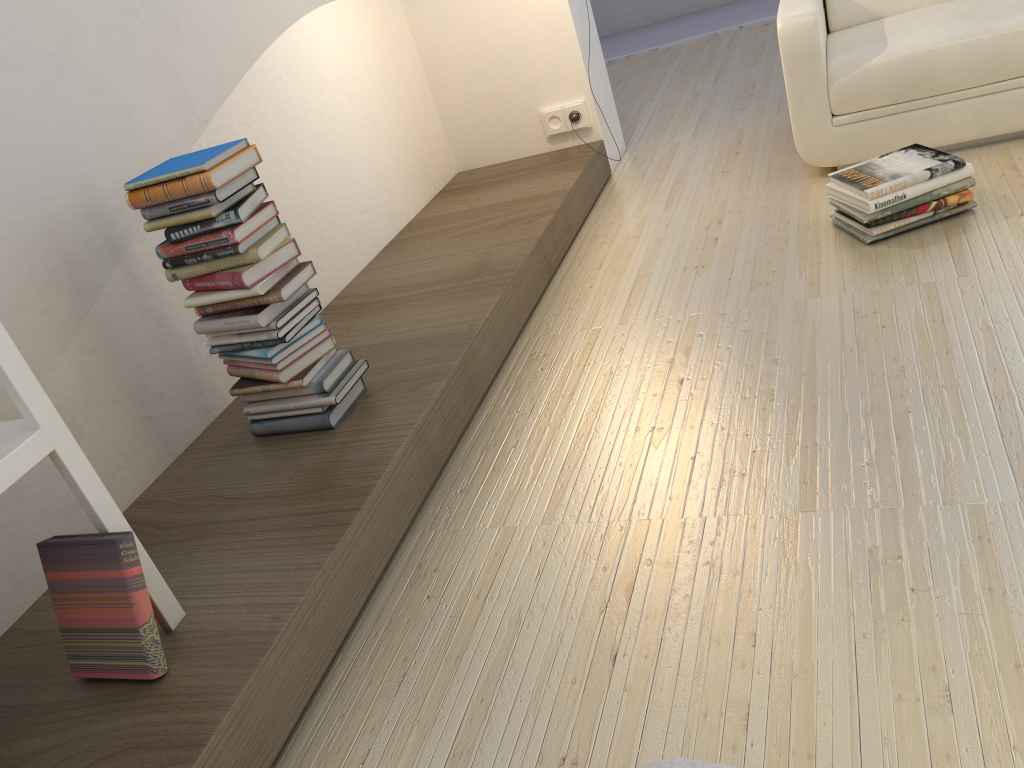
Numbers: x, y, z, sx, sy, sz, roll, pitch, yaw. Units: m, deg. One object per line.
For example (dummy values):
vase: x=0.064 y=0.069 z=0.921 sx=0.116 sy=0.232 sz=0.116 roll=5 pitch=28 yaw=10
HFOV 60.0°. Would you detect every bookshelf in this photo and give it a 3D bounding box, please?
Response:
bookshelf: x=-1.268 y=0.302 z=0.842 sx=0.465 sy=1.396 sz=1.599 roll=-7 pitch=29 yaw=23

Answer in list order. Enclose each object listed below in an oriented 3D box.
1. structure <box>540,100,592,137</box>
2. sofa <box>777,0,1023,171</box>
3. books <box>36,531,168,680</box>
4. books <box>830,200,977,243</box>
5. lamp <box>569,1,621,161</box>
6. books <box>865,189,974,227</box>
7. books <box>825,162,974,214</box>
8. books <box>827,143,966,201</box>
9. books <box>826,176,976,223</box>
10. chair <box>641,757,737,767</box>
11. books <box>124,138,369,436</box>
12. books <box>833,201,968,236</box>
structure: x=0.232 y=-1.149 z=3.843 sx=0.206 sy=0.114 sz=0.028 roll=-7 pitch=29 yaw=23
sofa: x=2.016 y=-1.434 z=2.904 sx=2.166 sy=0.862 sz=0.941 roll=-7 pitch=29 yaw=23
books: x=-0.948 y=0.650 z=1.221 sx=0.274 sy=0.281 sz=1.125 roll=-3 pitch=31 yaw=29
books: x=1.163 y=-0.515 z=2.657 sx=0.328 sy=0.018 sz=0.247 roll=-19 pitch=27 yaw=1
lamp: x=0.102 y=-1.615 z=3.306 sx=0.204 sy=1.841 sz=0.891 roll=-9 pitch=29 yaw=19
books: x=1.170 y=-0.553 z=2.636 sx=0.287 sy=0.025 sz=0.247 roll=-14 pitch=27 yaw=9
books: x=1.134 y=-0.599 z=2.612 sx=0.319 sy=0.038 sz=0.247 roll=-21 pitch=27 yaw=-3
books: x=1.119 y=-0.624 z=2.598 sx=0.287 sy=0.025 sz=0.247 roll=-19 pitch=27 yaw=0
books: x=1.144 y=-0.572 z=2.627 sx=0.328 sy=0.027 sz=0.247 roll=-19 pitch=27 yaw=1
chair: x=0.174 y=0.682 z=0.107 sx=0.919 sy=0.828 sz=0.941 roll=6 pitch=36 yaw=40
books: x=-0.629 y=-0.226 z=2.190 sx=0.329 sy=0.694 sz=0.270 roll=-7 pitch=29 yaw=23
books: x=1.153 y=-0.528 z=2.649 sx=0.287 sy=0.018 sz=0.247 roll=-19 pitch=27 yaw=0
